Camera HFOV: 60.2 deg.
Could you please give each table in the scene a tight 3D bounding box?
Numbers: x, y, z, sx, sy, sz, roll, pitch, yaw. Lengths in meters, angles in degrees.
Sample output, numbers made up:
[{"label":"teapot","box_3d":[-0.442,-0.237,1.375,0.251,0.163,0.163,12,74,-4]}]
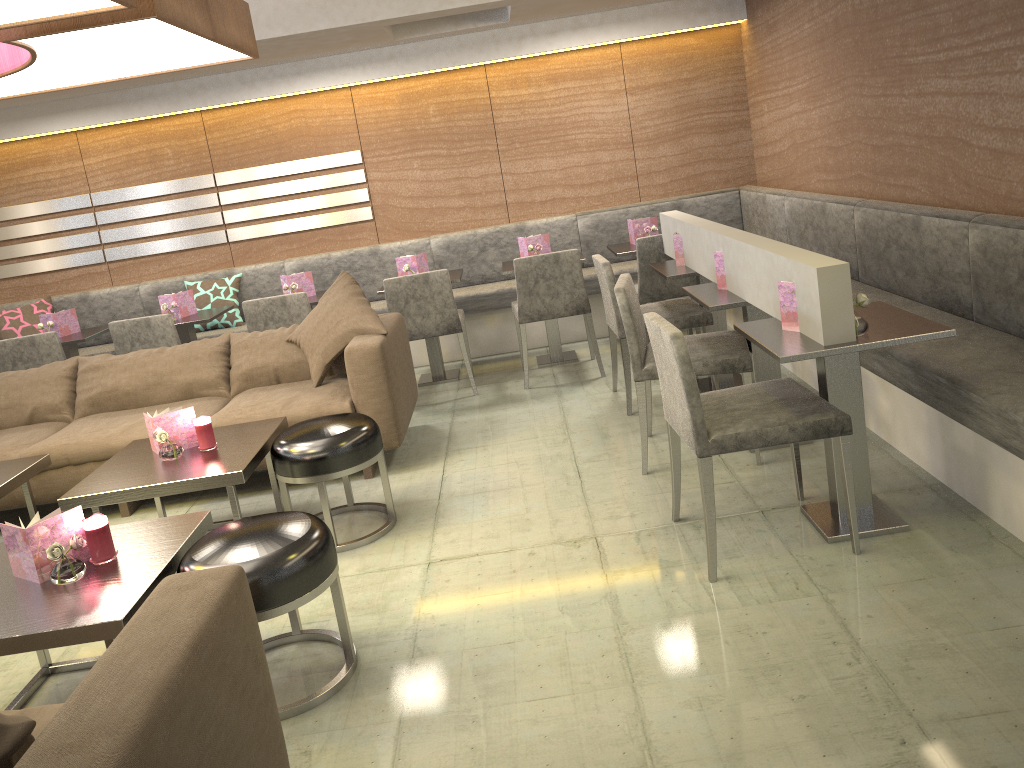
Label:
[{"label":"table","box_3d":[-0.517,-0.345,5.634,0.506,0.645,0.514,-9,12,1]},{"label":"table","box_3d":[1.033,-0.303,4.514,0.506,0.645,0.514,-9,12,1]},{"label":"table","box_3d":[0.240,-0.464,5.625,0.506,0.645,0.514,-9,12,1]},{"label":"table","box_3d":[-2.788,0.013,5.661,0.506,0.645,0.514,-9,12,1]},{"label":"table","box_3d":[1.061,0.133,2.826,0.506,0.645,0.514,-9,12,1]},{"label":"table","box_3d":[1.047,-0.085,3.670,0.506,0.645,0.514,-9,12,1]},{"label":"table","box_3d":[-1.274,-0.226,5.643,0.506,0.645,0.514,-9,12,1]},{"label":"table","box_3d":[-1.237,0.467,3.441,0.657,0.406,0.668,-9,13,1]},{"label":"table","box_3d":[-2.242,0.626,3.453,0.657,0.406,0.668,-9,13,1]},{"label":"table","box_3d":[-2.031,-0.106,5.652,0.506,0.645,0.514,-9,12,1]},{"label":"table","box_3d":[-1.221,0.721,2.454,0.657,0.406,0.668,-9,13,1]},{"label":"table","box_3d":[0.926,-0.573,5.617,0.506,0.645,0.514,-9,12,1]}]

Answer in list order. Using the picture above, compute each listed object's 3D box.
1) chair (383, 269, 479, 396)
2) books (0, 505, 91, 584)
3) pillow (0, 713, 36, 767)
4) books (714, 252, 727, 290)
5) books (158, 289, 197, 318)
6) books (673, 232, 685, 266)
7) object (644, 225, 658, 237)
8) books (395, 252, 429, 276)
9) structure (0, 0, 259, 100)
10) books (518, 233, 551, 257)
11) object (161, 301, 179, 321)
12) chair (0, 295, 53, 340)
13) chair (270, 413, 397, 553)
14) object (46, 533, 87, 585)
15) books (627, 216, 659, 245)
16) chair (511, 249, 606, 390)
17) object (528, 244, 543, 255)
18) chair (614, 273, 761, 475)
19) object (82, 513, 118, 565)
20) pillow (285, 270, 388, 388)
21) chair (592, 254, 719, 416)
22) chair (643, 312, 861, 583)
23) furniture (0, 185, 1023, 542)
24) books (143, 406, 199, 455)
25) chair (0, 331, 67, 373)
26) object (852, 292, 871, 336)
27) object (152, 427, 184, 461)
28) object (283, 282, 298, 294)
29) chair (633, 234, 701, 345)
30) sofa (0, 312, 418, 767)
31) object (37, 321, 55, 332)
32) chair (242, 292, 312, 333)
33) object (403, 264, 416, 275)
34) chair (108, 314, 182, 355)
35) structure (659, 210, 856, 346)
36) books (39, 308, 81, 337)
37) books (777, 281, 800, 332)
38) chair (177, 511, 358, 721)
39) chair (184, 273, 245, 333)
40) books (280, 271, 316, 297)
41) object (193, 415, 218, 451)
[{"label":"chair","box_3d":[-0.507,-0.313,5.296,0.477,0.751,0.499,-10,12,-3]},{"label":"books","box_3d":[-1.296,0.440,2.468,0.143,0.162,0.160,-1,15,35]},{"label":"pillow","box_3d":[-0.977,0.569,1.359,0.533,0.399,0.283,-12,12,-10]},{"label":"books","box_3d":[0.950,-0.479,3.655,0.159,0.162,0.143,-17,15,-33]},{"label":"books","box_3d":[-2.142,-0.506,5.670,0.142,0.162,0.160,-5,13,21]},{"label":"books","box_3d":[0.912,-0.694,4.503,0.157,0.162,0.145,-6,13,16]},{"label":"object","box_3d":[0.851,-0.922,5.473,0.100,0.124,0.098,-16,14,-28]},{"label":"books","box_3d":[-0.634,-0.745,5.652,0.142,0.162,0.160,-5,13,21]},{"label":"structure","box_3d":[-2.294,-1.171,2.489,2.445,0.610,2.482,-9,14,1]},{"label":"books","box_3d":[0.146,-0.868,5.642,0.158,0.162,0.144,-13,13,-19]},{"label":"object","box_3d":[-2.136,-0.452,5.515,0.091,0.124,0.112,-1,14,33]},{"label":"chair","box_3d":[-3.344,-0.355,6.114,0.295,0.421,0.498,2,17,43]},{"label":"chair","box_3d":[-0.697,0.360,3.443,0.424,0.444,0.427,-13,13,-17]},{"label":"object","box_3d":[-1.172,0.453,2.398,0.095,0.124,0.197,-2,15,32]},{"label":"books","box_3d":[0.838,-0.979,5.642,0.157,0.162,0.145,-10,12,-4]},{"label":"chair","box_3d":[0.243,-0.426,5.268,0.477,0.751,0.499,-9,12,0]},{"label":"object","box_3d":[0.155,-0.811,5.477,0.106,0.124,0.094,-2,14,32]},{"label":"chair","box_3d":[0.731,-0.087,3.664,0.491,0.751,0.485,-7,12,13]},{"label":"object","box_3d":[-1.150,0.430,2.464,0.076,0.126,0.076,-18,14,-36]},{"label":"pillow","box_3d":[-0.842,-0.275,4.258,0.619,0.506,0.304,-6,12,14]},{"label":"chair","box_3d":[0.724,-0.304,4.501,0.492,0.751,0.484,-9,12,-1]},{"label":"chair","box_3d":[0.744,0.133,2.814,0.492,0.751,0.484,-10,12,-2]},{"label":"furniture","box_3d":[-0.906,-0.073,4.433,5.645,0.841,4.325,-9,14,1]},{"label":"books","box_3d":[-1.342,0.179,3.497,0.159,0.162,0.143,-17,15,-33]},{"label":"chair","box_3d":[-2.768,0.044,5.323,0.478,0.751,0.498,-11,12,-7]},{"label":"object","box_3d":[1.012,-0.208,2.636,0.101,0.124,0.100,3,17,44]},{"label":"object","box_3d":[-1.304,0.222,3.357,0.096,0.127,0.106,-19,15,-38]},{"label":"object","box_3d":[-1.370,-0.572,5.500,0.095,0.124,0.102,-17,14,-34]},{"label":"chair","box_3d":[0.930,-0.546,5.305,0.477,0.751,0.499,-10,12,-2]},{"label":"sofa","box_3d":[-2.066,0.605,2.911,3.178,0.666,3.827,-9,14,1]},{"label":"object","box_3d":[-2.892,-0.331,5.517,0.094,0.124,0.109,2,16,43]},{"label":"chair","box_3d":[-1.288,-0.191,5.311,0.476,0.751,0.500,-9,12,4]},{"label":"object","box_3d":[-0.625,-0.690,5.494,0.095,0.124,0.106,-9,12,1]},{"label":"chair","box_3d":[-2.044,-0.073,5.327,0.476,0.751,0.500,-8,12,8]},{"label":"structure","box_3d":[0.913,-0.543,3.766,0.095,0.228,2.529,-9,14,1]},{"label":"books","box_3d":[-2.903,-0.386,5.679,0.142,0.162,0.160,-5,13,21]},{"label":"books","box_3d":[0.957,-0.255,2.792,0.159,0.162,0.144,-16,14,-28]},{"label":"chair","box_3d":[-0.681,0.614,2.459,0.423,0.444,0.429,-10,12,-3]},{"label":"chair","box_3d":[-2.103,-0.560,6.260,0.426,0.390,0.222,-9,11,2]},{"label":"books","box_3d":[-1.370,-0.628,5.660,0.159,0.162,0.143,-17,15,-33]},{"label":"object","box_3d":[-1.186,0.188,3.414,0.076,0.126,0.076,-18,14,-36]}]
